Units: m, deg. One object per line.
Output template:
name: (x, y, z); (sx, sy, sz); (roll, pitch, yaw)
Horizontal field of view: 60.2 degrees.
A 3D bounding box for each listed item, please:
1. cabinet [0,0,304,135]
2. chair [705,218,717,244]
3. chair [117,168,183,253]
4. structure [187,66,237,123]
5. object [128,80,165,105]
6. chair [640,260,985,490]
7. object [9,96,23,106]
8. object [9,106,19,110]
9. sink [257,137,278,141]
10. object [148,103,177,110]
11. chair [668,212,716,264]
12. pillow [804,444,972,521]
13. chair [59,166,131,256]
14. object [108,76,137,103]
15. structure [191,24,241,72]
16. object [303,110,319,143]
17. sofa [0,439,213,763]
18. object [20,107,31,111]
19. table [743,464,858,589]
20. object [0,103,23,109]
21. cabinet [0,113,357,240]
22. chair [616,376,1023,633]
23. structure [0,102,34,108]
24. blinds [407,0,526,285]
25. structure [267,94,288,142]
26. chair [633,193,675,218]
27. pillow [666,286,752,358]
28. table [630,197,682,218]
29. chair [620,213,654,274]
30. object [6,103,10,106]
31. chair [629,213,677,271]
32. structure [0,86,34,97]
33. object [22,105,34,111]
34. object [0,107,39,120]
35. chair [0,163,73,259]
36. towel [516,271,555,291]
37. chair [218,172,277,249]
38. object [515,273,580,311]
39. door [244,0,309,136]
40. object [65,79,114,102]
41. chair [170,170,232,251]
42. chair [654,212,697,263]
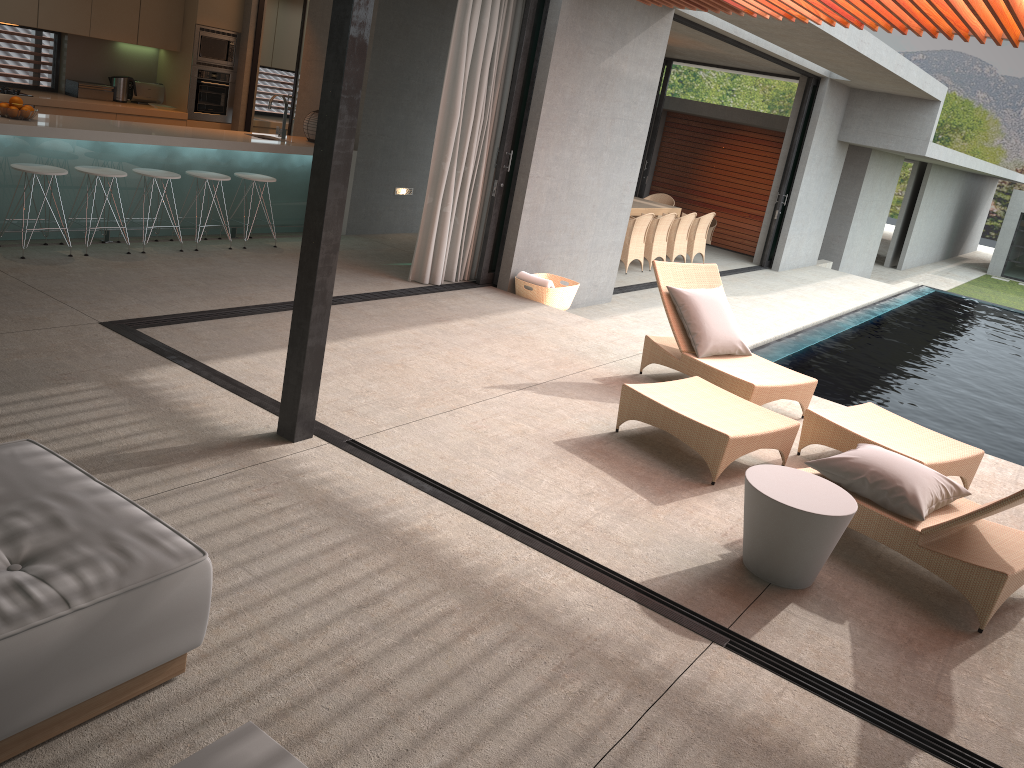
cabinet: (-3.839, -3.071, 8.645); (1.990, 2.516, 7.534); (20, 20, 30)
chair: (4.003, -3.187, 19.062); (0.629, 0.847, 0.631); (3, 17, -27)
chair: (-2.950, -1.430, 7.271); (0.387, 0.612, 0.385); (20, 18, 31)
structure: (-3.557, -3.333, 10.104); (0.503, 0.569, 0.601); (21, 19, 31)
object: (-4.092, -3.251, 9.869); (0.152, 0.243, 0.393); (20, 19, 30)
chair: (1.860, -0.115, 5.813); (0.700, 0.811, 2.341); (-1, 21, -37)
object: (-3.773, -2.142, 6.725); (0.095, 0.092, 0.096); (-1, 20, -36)
object: (-3.740, -2.041, 6.629); (0.081, 0.079, 0.082); (2, 18, -28)
sink: (-2.465, -2.375, 8.846); (0.379, 0.132, 0.377); (22, 20, 30)
object: (-3.855, -3.057, 9.758); (0.310, 0.033, 0.316); (11, 18, 1)
chair: (2.813, -2.369, 14.022); (0.638, 0.847, 0.622); (20, 18, 31)
pillow: (1.824, 0.444, 4.277); (0.597, 0.190, 0.604); (-7, 25, -44)
chair: (-3.221, -1.352, 6.878); (0.387, 0.612, 0.385); (20, 18, 31)
object: (-4.229, -3.202, 9.581); (0.180, 0.280, 0.279); (22, 19, 36)
structure: (-3.479, -3.815, 9.994); (0.465, 0.429, 0.601); (21, 19, 30)
object: (-2.012, -2.693, 9.249); (0.343, 0.328, 0.344); (18, 17, 23)
sofa: (-1.669, 0.455, 2.071); (1.025, 0.719, 1.609); (21, 20, 30)
object: (-3.684, -2.055, 6.691); (0.087, 0.085, 0.088); (17, 17, 21)
table: (1.206, 0.634, 3.850); (0.477, 0.386, 0.482); (15, 17, 13)
object: (-3.784, -2.065, 6.650); (0.173, 0.098, 0.098); (7, 16, -13)
cabinet: (-3.180, -1.809, 7.847); (0.810, 0.881, 4.156); (20, 20, 30)
chair: (1.648, 0.268, 4.528); (0.701, 0.811, 2.338); (-3, 22, -41)
structure: (-4.850, -2.361, 8.156); (0.080, 0.491, 0.835); (19, 19, 30)
blinds: (-0.355, -2.331, 7.840); (0.232, 2.878, 0.892); (18, 16, 27)
structure: (-2.330, -2.628, 8.698); (0.261, 0.433, 0.098); (20, 17, 31)
chair: (2.439, -2.893, 15.393); (0.625, 0.847, 0.635); (20, 18, 31)
pillow: (1.427, -0.456, 6.376); (0.609, 0.419, 0.435); (-3, 21, -38)
table: (1.300, -2.495, 13.689); (1.296, 0.742, 3.284); (21, 20, 30)
chair: (1.560, -2.011, 12.204); (0.638, 0.847, 0.622); (20, 18, 31)
object: (-3.852, -2.097, 6.726); (0.086, 0.085, 0.089); (9, 16, -7)
chair: (1.978, -2.130, 12.810); (0.638, 0.847, 0.622); (20, 18, 31)
structure: (-4.990, -2.742, 8.212); (0.469, 0.089, 0.846); (22, 21, 30)
object: (-3.713, -2.091, 6.773); (0.095, 0.092, 0.095); (17, 17, 20)
object: (-3.773, -2.062, 6.711); (0.319, 0.080, 0.318); (22, 21, 30)
chair: (-3.488, -1.276, 6.490); (0.387, 0.612, 0.385); (20, 18, 31)
towel: (0.245, -0.874, 8.314); (0.374, 0.306, 0.311); (21, 19, 31)
chair: (-2.386, -1.593, 8.094); (0.387, 0.612, 0.385); (20, 18, 31)
object: (0.315, -0.846, 8.453); (0.451, 0.295, 0.685); (21, 20, 30)
door: (-2.799, -0.962, 4.578); (5.780, 4.387, 15.630); (12, 18, 4)
object: (-4.460, -3.100, 9.338); (0.243, 0.157, 0.403); (21, 20, 30)
chair: (-2.670, -1.511, 7.680); (0.387, 0.612, 0.385); (20, 18, 31)
chair: (2.395, -2.250, 13.416); (0.638, 0.847, 0.622); (20, 18, 31)
